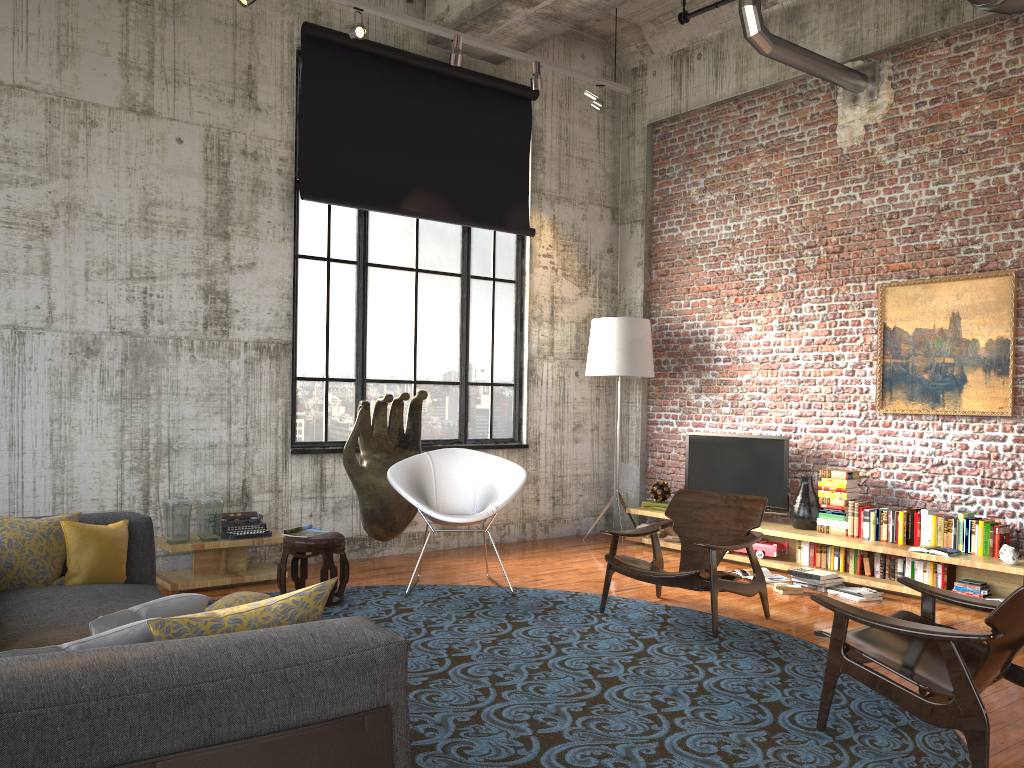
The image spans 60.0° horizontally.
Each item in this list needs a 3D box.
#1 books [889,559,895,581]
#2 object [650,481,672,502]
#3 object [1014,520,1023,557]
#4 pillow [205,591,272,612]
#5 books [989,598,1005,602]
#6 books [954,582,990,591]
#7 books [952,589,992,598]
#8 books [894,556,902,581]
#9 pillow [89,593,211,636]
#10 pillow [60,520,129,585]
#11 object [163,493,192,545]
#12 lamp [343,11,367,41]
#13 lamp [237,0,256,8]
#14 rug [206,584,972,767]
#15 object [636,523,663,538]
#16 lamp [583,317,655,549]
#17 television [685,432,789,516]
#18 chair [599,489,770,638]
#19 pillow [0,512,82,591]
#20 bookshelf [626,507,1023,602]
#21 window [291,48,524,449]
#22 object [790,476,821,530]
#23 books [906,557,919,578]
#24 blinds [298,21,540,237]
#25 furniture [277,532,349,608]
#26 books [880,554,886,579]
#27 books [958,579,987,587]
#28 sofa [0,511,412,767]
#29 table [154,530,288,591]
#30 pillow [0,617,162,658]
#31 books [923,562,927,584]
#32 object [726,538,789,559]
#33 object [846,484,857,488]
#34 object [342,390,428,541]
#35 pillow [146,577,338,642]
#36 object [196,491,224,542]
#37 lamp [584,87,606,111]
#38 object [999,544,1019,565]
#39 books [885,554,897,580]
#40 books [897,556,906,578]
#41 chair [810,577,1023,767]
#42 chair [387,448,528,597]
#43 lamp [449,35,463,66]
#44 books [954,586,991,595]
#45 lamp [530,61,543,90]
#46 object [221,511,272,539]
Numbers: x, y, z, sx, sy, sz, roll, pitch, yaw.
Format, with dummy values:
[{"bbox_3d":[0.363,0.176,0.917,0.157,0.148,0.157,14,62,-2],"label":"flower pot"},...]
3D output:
[{"bbox_3d":[2.974,1.440,6.876,0.108,0.156,0.036,1,1,-38],"label":"books"},{"bbox_3d":[1.486,1.075,8.849,0.215,0.208,0.216,1,0,41],"label":"object"},{"bbox_3d":[3.659,1.116,6.407,0.057,0.273,0.057,1,1,12],"label":"object"},{"bbox_3d":[-1.671,1.400,5.429,0.481,0.247,0.503,1,-1,18],"label":"pillow"},{"bbox_3d":[3.445,1.503,6.152,0.169,0.023,0.230,1,-1,-17],"label":"books"},{"bbox_3d":[3.312,1.451,6.380,0.132,0.024,0.192,2,-1,-33],"label":"books"},{"bbox_3d":[3.312,1.501,6.377,0.149,0.026,0.214,2,-1,-38],"label":"books"},{"bbox_3d":[3.004,1.428,6.857,0.120,0.182,0.028,1,1,-38],"label":"books"},{"bbox_3d":[-0.994,0.732,2.416,0.171,0.315,0.364,1,0,42],"label":"pillow"},{"bbox_3d":[-1.902,0.777,4.078,0.168,0.319,0.434,1,0,27],"label":"pillow"},{"bbox_3d":[-2.402,0.963,6.362,0.163,0.361,0.163,1,1,-40],"label":"object"},{"bbox_3d":[-1.152,-2.644,6.564,0.102,0.211,0.260,1,0,-43],"label":"lamp"},{"bbox_3d":[-1.805,-2.665,6.031,0.182,0.241,0.102,1,1,-43],"label":"lamp"},{"bbox_3d":[-0.425,1.498,4.351,4.845,0.009,4.846,1,-1,9],"label":"rug"},{"bbox_3d":[1.373,1.458,8.827,0.183,0.133,0.273,1,-1,-29],"label":"object"},{"bbox_3d":[1.074,0.480,8.897,0.694,2.244,0.706,1,1,-15],"label":"lamp"},{"bbox_3d":[2.068,0.855,8.182,1.089,0.793,0.286,1,0,39],"label":"television"},{"bbox_3d":[1.169,1.156,5.925,0.875,0.793,1.043,1,0,42],"label":"chair"},{"bbox_3d":[-2.180,0.751,3.901,0.537,0.446,0.260,1,0,-31],"label":"pillow"},{"bbox_3d":[2.533,1.427,7.534,0.548,0.359,3.843,1,-1,-38],"label":"bookshelf"},{"bbox_3d":[-0.879,-1.093,8.205,2.579,3.437,0.050,1,1,-38],"label":"window"},{"bbox_3d":[2.544,1.023,7.660,0.268,0.456,0.267,1,0,-7],"label":"object"},{"bbox_3d":[3.064,1.409,6.779,0.133,0.219,0.040,1,1,-38],"label":"books"},{"bbox_3d":[-0.755,-2.218,8.046,2.444,1.464,0.150,1,1,-37],"label":"blinds"},{"bbox_3d":[-1.373,1.271,6.142,0.432,0.477,0.432,1,0,7],"label":"furniture"},{"bbox_3d":[2.937,1.425,6.939,0.142,0.187,0.043,1,1,-38],"label":"books"},{"bbox_3d":[3.314,1.429,6.377,0.108,0.019,0.154,2,-1,-38],"label":"books"},{"bbox_3d":[-1.621,1.035,3.069,1.362,0.861,3.003,1,-1,-36],"label":"sofa"},{"bbox_3d":[-2.194,1.328,6.669,0.875,0.359,0.475,2,-1,-38],"label":"table"},{"bbox_3d":[-1.053,0.748,2.226,0.434,0.319,0.168,1,0,-38],"label":"pillow"},{"bbox_3d":[3.143,1.431,6.676,0.127,0.174,0.028,1,1,-38],"label":"books"},{"bbox_3d":[2.126,1.433,7.860,0.600,0.174,0.244,0,-1,44],"label":"object"},{"bbox_3d":[2.721,0.841,7.400,0.178,0.031,0.248,2,-1,-38],"label":"object"},{"bbox_3d":[-1.077,0.692,7.394,0.728,1.297,0.456,1,1,-26],"label":"object"},{"bbox_3d":[-0.747,0.753,2.452,0.537,0.446,0.260,1,0,-31],"label":"pillow"},{"bbox_3d":[-2.219,0.969,6.504,0.163,0.361,0.163,1,1,-35],"label":"object"},{"bbox_3d":[0.769,-2.584,8.050,0.226,0.215,0.102,1,1,3],"label":"lamp"},{"bbox_3d":[3.457,1.189,6.156,0.123,0.123,0.251,1,-1,8],"label":"object"},{"bbox_3d":[2.950,1.406,6.900,0.105,0.225,0.033,1,1,-38],"label":"books"},{"bbox_3d":[3.024,1.425,6.827,0.129,0.186,0.043,1,1,-38],"label":"books"},{"bbox_3d":[1.915,1.135,3.836,0.875,0.793,1.043,1,0,-37],"label":"chair"},{"bbox_3d":[-0.414,1.019,6.690,1.057,1.031,0.806,1,0,2],"label":"chair"},{"bbox_3d":[-0.443,-2.627,7.044,0.102,0.251,0.165,1,0,-13],"label":"lamp"},{"bbox_3d":[3.312,1.476,6.377,0.214,0.025,0.149,0,-1,37],"label":"books"},{"bbox_3d":[0.208,-2.607,7.552,0.102,0.251,0.165,1,0,7],"label":"lamp"},{"bbox_3d":[-2.048,1.077,6.744,0.424,0.153,0.382,2,-1,-38],"label":"object"}]
